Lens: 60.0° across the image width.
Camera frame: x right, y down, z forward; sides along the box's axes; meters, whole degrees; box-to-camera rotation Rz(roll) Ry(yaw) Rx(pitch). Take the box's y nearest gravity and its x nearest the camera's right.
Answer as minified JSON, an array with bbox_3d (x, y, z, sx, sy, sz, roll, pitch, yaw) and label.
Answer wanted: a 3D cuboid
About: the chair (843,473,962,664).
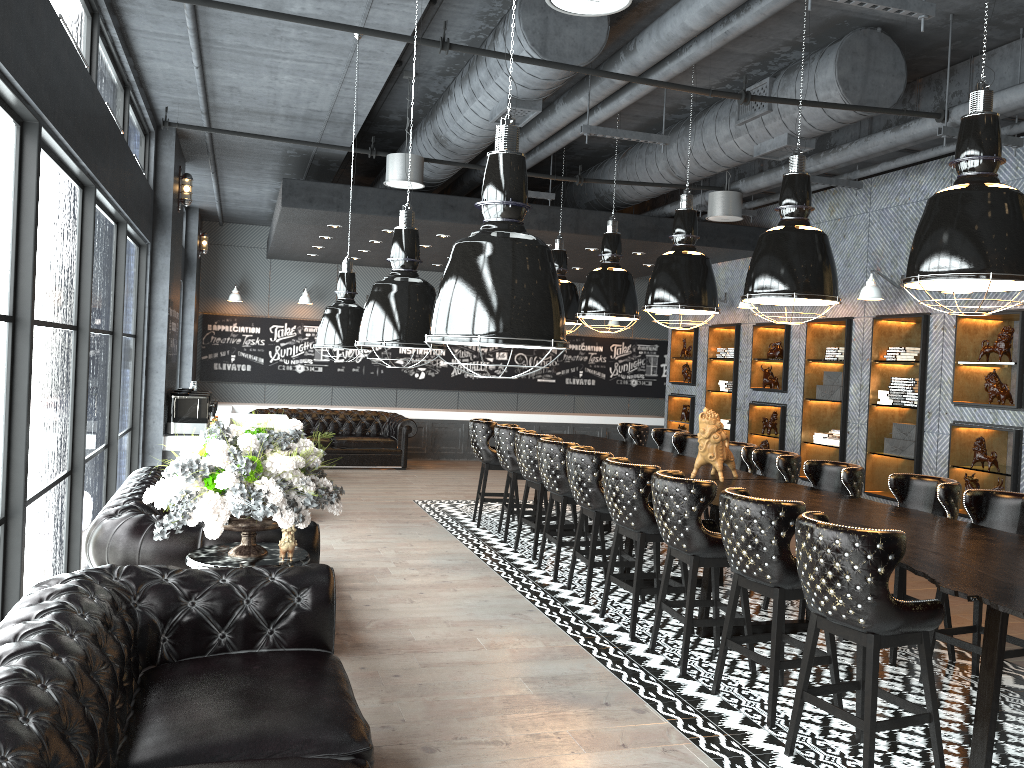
[{"bbox_3d":[2.508,1.136,5.620,0.568,1.092,0.504,2,1,-15],"label":"chair"}]

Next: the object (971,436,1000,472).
[{"bbox_3d":[4.123,0.607,7.723,0.134,0.294,0.256,3,1,-9],"label":"object"}]

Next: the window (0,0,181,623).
[{"bbox_3d":[-1.974,-0.330,3.265,0.120,3.729,20.801,2,1,-17],"label":"window"}]

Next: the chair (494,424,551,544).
[{"bbox_3d":[0.085,0.953,8.631,0.568,1.092,0.504,3,1,-8],"label":"chair"}]

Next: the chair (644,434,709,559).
[{"bbox_3d":[1.620,1.032,8.357,0.568,1.092,0.504,2,1,-27],"label":"chair"}]

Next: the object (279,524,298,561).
[{"bbox_3d":[-1.051,0.744,4.171,0.086,0.183,0.136,3,1,-10],"label":"object"}]

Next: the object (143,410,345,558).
[{"bbox_3d":[-1.250,0.485,4.284,0.848,0.663,0.875,3,1,13],"label":"object"}]

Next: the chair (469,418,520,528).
[{"bbox_3d":[-0.193,0.925,9.304,0.568,1.092,0.504,3,1,-8],"label":"chair"}]

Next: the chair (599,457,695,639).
[{"bbox_3d":[0.856,1.053,5.859,0.568,1.092,0.504,2,1,-19],"label":"chair"}]

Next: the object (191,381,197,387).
[{"bbox_3d":[-4.149,0.000,11.557,0.074,0.073,0.074,3,1,14],"label":"object"}]

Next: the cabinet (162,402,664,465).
[{"bbox_3d":[-0.359,0.973,12.950,8.418,0.826,6.313,2,1,-17],"label":"cabinet"}]

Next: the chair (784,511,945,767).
[{"bbox_3d":[1.498,1.129,3.836,0.568,1.092,0.504,2,1,-25],"label":"chair"}]

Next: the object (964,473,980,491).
[{"bbox_3d":[4.124,0.978,7.857,0.168,0.359,0.266,2,1,-24],"label":"object"}]

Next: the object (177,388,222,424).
[{"bbox_3d":[-3.527,0.268,9.996,0.503,0.426,0.335,2,1,-17],"label":"object"}]

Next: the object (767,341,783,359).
[{"bbox_3d":[3.231,-0.415,10.885,0.138,0.222,0.278,2,1,-18],"label":"object"}]

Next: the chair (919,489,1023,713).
[{"bbox_3d":[2.674,1.160,4.923,0.568,1.092,0.504,2,1,-25],"label":"chair"}]

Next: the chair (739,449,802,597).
[{"bbox_3d":[1.965,1.079,7.014,0.568,1.092,0.504,3,1,-9],"label":"chair"}]

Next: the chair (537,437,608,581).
[{"bbox_3d":[0.463,1.002,7.262,0.568,1.092,0.504,2,1,-14],"label":"chair"}]

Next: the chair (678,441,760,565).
[{"bbox_3d":[1.827,1.057,7.683,0.568,1.092,0.504,2,1,-22],"label":"chair"}]

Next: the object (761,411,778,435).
[{"bbox_3d":[3.175,0.476,10.961,0.143,0.306,0.317,2,1,-22],"label":"object"}]

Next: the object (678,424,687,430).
[{"bbox_3d":[2.530,0.778,13.008,0.170,0.362,0.269,2,1,-24],"label":"object"}]

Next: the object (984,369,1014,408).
[{"bbox_3d":[4.218,0.037,7.677,0.159,0.337,0.242,3,1,-12],"label":"object"}]

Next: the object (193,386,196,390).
[{"bbox_3d":[-4.128,0.063,11.479,0.074,0.073,0.074,3,1,3],"label":"object"}]

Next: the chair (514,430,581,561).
[{"bbox_3d":[0.285,0.978,7.944,0.568,1.092,0.504,2,1,-21],"label":"chair"}]

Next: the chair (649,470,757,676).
[{"bbox_3d":[1.083,1.078,5.210,0.568,1.092,0.504,3,1,-13],"label":"chair"}]

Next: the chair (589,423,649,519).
[{"bbox_3d":[1.192,0.981,9.720,0.568,1.092,0.504,3,1,-8],"label":"chair"}]

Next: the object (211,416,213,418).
[{"bbox_3d":[-3.855,0.392,11.401,0.074,0.073,0.074,3,1,3],"label":"object"}]

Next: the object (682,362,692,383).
[{"bbox_3d":[2.583,-0.157,12.962,0.155,0.329,0.236,3,1,-12],"label":"object"}]

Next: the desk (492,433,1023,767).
[{"bbox_3d":[1.400,1.157,6.495,1.433,0.927,7.596,2,1,-17],"label":"desk"}]

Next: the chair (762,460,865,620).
[{"bbox_3d":[2.169,1.105,6.281,0.568,1.092,0.504,2,1,-16],"label":"chair"}]

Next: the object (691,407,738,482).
[{"bbox_3d":[1.526,0.444,6.566,0.249,0.545,0.475,3,1,36],"label":"object"}]

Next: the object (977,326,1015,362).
[{"bbox_3d":[4.224,-0.349,7.727,0.152,0.325,0.292,2,1,-19],"label":"object"}]

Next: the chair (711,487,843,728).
[{"bbox_3d":[1.330,1.105,4.550,0.568,1.092,0.504,2,1,-23],"label":"chair"}]

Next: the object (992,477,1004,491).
[{"bbox_3d":[4.230,0.986,7.619,0.198,0.358,0.116,3,1,13],"label":"object"}]

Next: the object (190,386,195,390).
[{"bbox_3d":[-4.080,0.069,11.323,0.074,0.073,0.074,3,1,3],"label":"object"}]

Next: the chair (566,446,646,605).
[{"bbox_3d":[0.661,1.027,6.580,0.568,1.092,0.504,3,1,-13],"label":"chair"}]

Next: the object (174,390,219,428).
[{"bbox_3d":[-3.379,0.286,9.517,0.503,0.426,0.335,2,1,-17],"label":"object"}]

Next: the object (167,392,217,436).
[{"bbox_3d":[-3.228,0.304,9.023,0.503,0.426,0.335,2,1,-17],"label":"object"}]

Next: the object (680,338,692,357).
[{"bbox_3d":[2.560,-0.530,12.968,0.097,0.290,0.290,2,1,-19],"label":"object"}]

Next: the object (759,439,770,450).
[{"bbox_3d":[3.143,0.881,10.897,0.177,0.388,0.338,3,1,-9],"label":"object"}]

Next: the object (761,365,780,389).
[{"bbox_3d":[3.189,-0.080,10.923,0.154,0.309,0.324,3,1,-12],"label":"object"}]

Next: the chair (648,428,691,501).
[{"bbox_3d":[1.509,1.011,9.039,0.568,1.092,0.504,2,1,-20],"label":"chair"}]

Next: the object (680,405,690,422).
[{"bbox_3d":[2.588,0.427,13.036,0.253,0.249,0.126,2,1,-42],"label":"object"}]
